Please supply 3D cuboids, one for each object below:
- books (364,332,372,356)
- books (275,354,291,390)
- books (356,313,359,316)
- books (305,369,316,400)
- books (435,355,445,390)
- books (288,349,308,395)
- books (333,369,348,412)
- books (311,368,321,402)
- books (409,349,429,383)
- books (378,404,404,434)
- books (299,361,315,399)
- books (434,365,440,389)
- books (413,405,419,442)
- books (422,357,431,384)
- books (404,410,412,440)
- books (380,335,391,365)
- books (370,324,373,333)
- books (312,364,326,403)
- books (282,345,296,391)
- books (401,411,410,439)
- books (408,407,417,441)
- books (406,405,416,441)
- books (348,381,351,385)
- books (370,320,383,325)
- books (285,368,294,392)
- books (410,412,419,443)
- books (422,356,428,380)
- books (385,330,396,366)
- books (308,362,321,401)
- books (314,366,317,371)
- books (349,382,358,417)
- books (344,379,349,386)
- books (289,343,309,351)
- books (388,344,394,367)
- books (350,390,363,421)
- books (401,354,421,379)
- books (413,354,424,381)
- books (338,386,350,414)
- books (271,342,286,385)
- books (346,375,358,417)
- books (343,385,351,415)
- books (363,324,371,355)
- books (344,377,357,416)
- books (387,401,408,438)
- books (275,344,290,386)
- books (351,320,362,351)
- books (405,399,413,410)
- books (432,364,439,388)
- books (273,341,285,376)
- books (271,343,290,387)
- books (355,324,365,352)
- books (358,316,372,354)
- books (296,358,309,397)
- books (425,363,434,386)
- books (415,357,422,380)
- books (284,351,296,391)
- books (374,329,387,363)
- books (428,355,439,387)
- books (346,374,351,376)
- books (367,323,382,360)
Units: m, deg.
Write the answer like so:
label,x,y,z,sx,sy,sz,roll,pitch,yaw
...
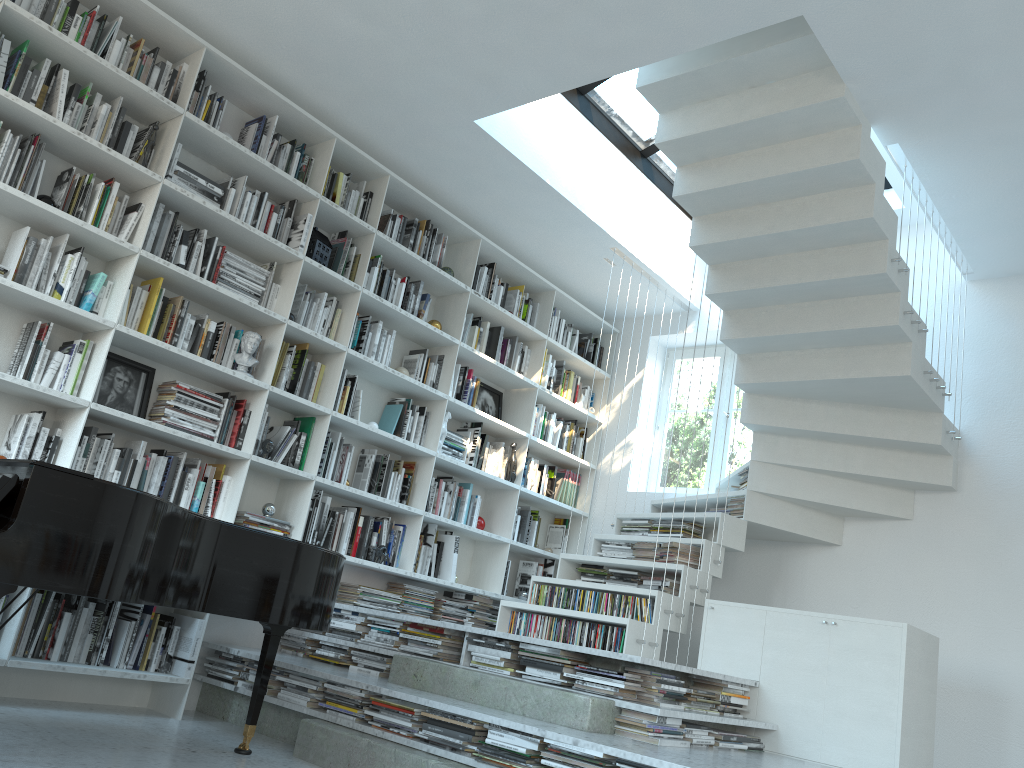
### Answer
label,x,y,z,sx,sy,sz,roll,pitch,yaw
books,-0.915,-0.210,5.266,0.171,0.193,0.025,-3,-21,40
books,-1.285,-0.045,4.813,0.180,0.231,0.015,-3,-21,40
books,-0.982,-0.282,5.225,0.135,0.283,0.014,-3,-21,40
books,-1.179,0.021,4.916,0.181,0.203,0.034,-3,-21,40
books,-0.525,-0.052,5.699,0.182,0.277,0.005,-3,-21,40
books,-1.216,-0.047,4.869,0.182,0.292,0.019,-3,-21,40
books,-1.037,0.053,5.070,0.191,0.278,0.013,-3,-21,40
books,-1.155,0.024,4.990,0.149,0.247,0.019,-3,-21,40
books,-0.614,-0.090,5.608,0.164,0.266,0.015,-3,-21,40
books,-0.759,0.236,5.436,0.153,0.240,0.056,-3,-21,40
books,-1.185,-0.005,4.899,0.188,0.241,0.027,-3,-21,40
books,-0.542,-0.020,5.688,0.169,0.205,0.012,-3,-21,40
books,-0.659,0.269,5.548,0.154,0.274,0.033,-3,-21,40
books,-0.600,-0.056,5.642,0.160,0.227,0.017,-3,-21,40
books,-0.708,0.267,5.474,0.187,0.218,0.013,-3,-21,40
books,-0.823,-0.181,5.371,0.183,0.231,0.021,-3,-21,40
books,-0.903,-0.233,5.292,0.131,0.256,0.011,-3,-21,40
books,-1.139,0.021,5.005,0.142,0.268,0.033,-3,-21,40
books,-1.266,-0.068,4.831,0.163,0.293,0.019,-3,-21,40
books,-0.715,0.268,5.465,0.188,0.209,0.006,-3,-21,40
books,-0.675,0.265,5.518,0.152,0.258,0.015,-3,-21,40
books,-0.684,0.258,5.506,0.165,0.262,0.018,-3,-21,40
books,-1.007,0.101,5.146,0.132,0.242,0.017,-3,-21,40
books,-0.870,-0.235,5.333,0.159,0.294,0.027,-3,-21,40
books,-1.268,0.001,4.865,0.131,0.180,0.030,-3,-21,40
books,-0.664,0.286,5.518,0.178,0.223,0.012,-3,-21,40
books,-0.615,-0.073,5.623,0.151,0.243,0.016,-3,-21,40
books,-0.797,-0.193,5.385,0.169,0.271,0.024,-3,-21,40
books,-1.154,0.009,4.970,0.143,0.265,0.032,-3,-21,40
books,-1.175,0.014,4.952,0.145,0.239,0.028,-3,-21,40
books,-0.980,0.112,5.186,0.161,0.253,0.007,-3,-21,40
books,-1.025,0.090,5.120,0.169,0.242,0.008,-3,-21,40
books,-1.218,-0.063,4.896,0.169,0.336,0.022,-3,-21,40
books,-0.792,-0.170,5.425,0.161,0.253,0.034,-3,-21,40
books,-0.945,0.142,5.183,0.176,0.209,0.051,-3,-21,40
books,-0.651,-0.077,5.590,0.140,0.219,0.015,-3,-21,40
books,-0.634,-0.077,5.602,0.154,0.231,0.012,-3,-21,40
books,-1.017,0.108,5.087,0.191,0.191,0.017,-3,-21,40
books,-1.314,-0.088,4.795,0.145,0.292,0.036,-3,-21,40
books,-0.984,0.088,5.169,0.159,0.286,0.013,-3,-21,40
books,-1.009,0.111,5.126,0.158,0.211,0.007,-3,-21,40
books,-0.919,-0.238,5.250,0.164,0.236,0.022,-3,-21,40
books,-0.991,0.091,5.152,0.178,0.269,0.006,-3,-21,40
books,-0.728,0.236,5.462,0.174,0.263,0.021,-3,-21,40
books,-1.298,-0.079,4.813,0.145,0.292,0.036,-3,-21,40
books,-0.963,-0.256,5.216,0.157,0.235,0.013,-3,-21,40
books,-0.705,0.236,5.503,0.154,0.294,0.013,-3,-21,40
books,-0.555,-0.028,5.667,0.174,0.204,0.013,-3,-21,40
books,-1.314,-0.092,4.778,0.145,0.292,0.036,-3,-21,40
books,-1.295,-0.084,4.794,0.145,0.292,0.036,-3,-21,40
books,-0.955,-0.240,5.228,0.161,0.215,0.026,-3,-21,40
books,-0.921,-0.265,5.238,0.177,0.279,0.014,-3,-21,40
books,-1.217,-0.017,4.900,0.174,0.252,0.033,-3,-21,40
books,-0.581,-0.035,5.654,0.173,0.201,0.013,-3,-21,40
books,-0.643,-0.067,5.593,0.154,0.204,0.005,-3,-21,40
books,-1.273,-0.053,4.858,0.139,0.277,0.036,-3,-21,40
books,-0.847,-0.203,5.335,0.183,0.244,0.025,-3,-21,40
books,-0.560,-0.057,5.665,0.176,0.256,0.016,-3,-21,40
books,-1.008,0.088,5.206,0.088,0.299,0.011,-3,-21,40
books,-0.870,-0.230,5.292,0.182,0.262,0.031,-3,-21,40
